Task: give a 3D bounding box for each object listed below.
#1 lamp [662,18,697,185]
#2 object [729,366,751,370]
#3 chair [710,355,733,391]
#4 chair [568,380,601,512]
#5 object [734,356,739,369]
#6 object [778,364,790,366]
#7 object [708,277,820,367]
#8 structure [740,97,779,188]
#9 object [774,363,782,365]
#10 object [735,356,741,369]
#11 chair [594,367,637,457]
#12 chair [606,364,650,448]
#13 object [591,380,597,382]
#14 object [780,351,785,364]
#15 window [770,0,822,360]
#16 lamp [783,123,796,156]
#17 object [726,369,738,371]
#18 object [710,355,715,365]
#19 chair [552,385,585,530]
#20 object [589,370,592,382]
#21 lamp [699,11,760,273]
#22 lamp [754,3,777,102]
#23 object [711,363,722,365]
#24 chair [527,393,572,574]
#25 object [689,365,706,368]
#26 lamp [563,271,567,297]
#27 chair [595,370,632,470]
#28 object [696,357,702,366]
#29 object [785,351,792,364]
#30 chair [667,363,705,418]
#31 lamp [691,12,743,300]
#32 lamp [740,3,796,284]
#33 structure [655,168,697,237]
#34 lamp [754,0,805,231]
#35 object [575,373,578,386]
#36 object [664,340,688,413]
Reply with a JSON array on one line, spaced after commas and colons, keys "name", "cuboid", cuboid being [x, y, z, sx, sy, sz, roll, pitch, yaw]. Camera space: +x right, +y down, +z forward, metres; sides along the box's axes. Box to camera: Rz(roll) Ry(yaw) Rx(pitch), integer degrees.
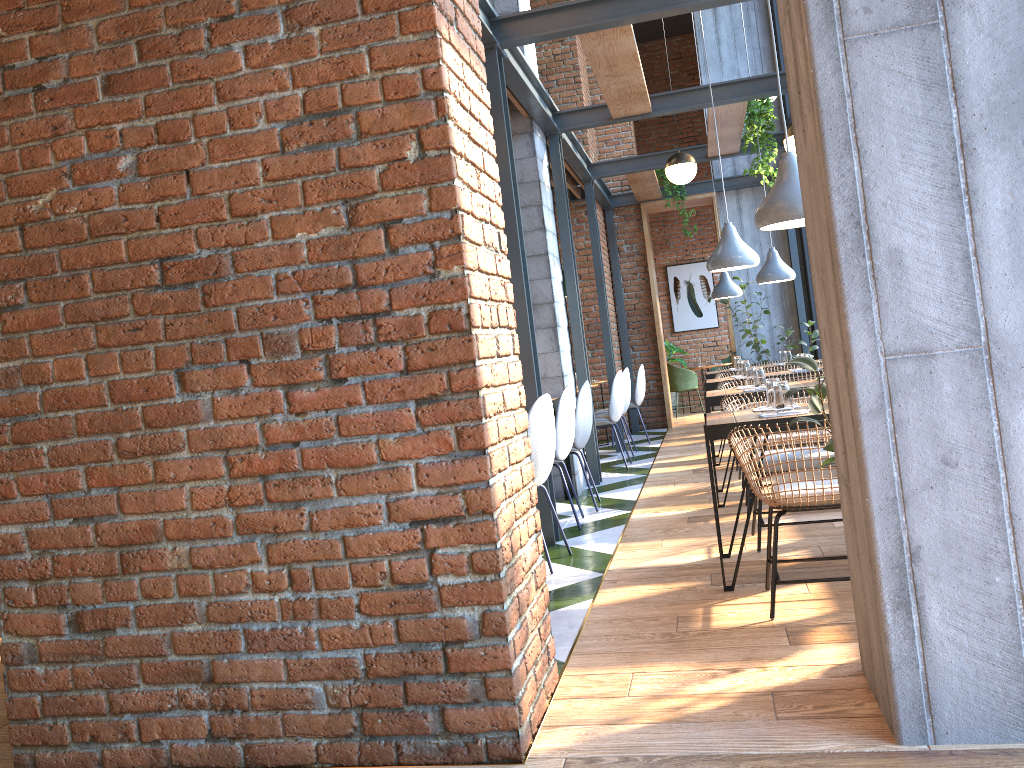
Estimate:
[{"name": "lamp", "cuboid": [1.222, -3.574, 7.542, 0.269, 3.798, 0.267, -6, -2, -34]}, {"name": "object", "cuboid": [2.518, -0.176, 9.810, 0.242, 0.019, 0.157, -6, 1, 16]}, {"name": "chair", "cuboid": [3.370, -0.054, 13.524, 0.516, 0.819, 0.636, -6, -1, -29]}, {"name": "chair", "cuboid": [0.343, 0.440, 6.216, 0.507, 0.888, 0.418, -7, -1, 9]}, {"name": "object", "cuboid": [2.493, -0.239, 9.793, 0.080, 0.138, 0.080, -7, -1, 29]}, {"name": "object", "cuboid": [2.914, -0.213, 9.381, 0.242, 0.019, 0.157, -7, 1, 12]}, {"name": "object", "cuboid": [3.095, -0.445, 10.852, 1.065, 1.775, 1.015, -7, -1, -19]}, {"name": "structure", "cuboid": [2.228, -2.274, 8.238, 0.527, 0.925, 0.942, -7, 0, 18]}, {"name": "object", "cuboid": [2.987, -0.229, 9.708, 0.242, 0.019, 0.157, -6, 1, 13]}, {"name": "object", "cuboid": [2.431, -0.225, 9.498, 0.080, 0.138, 0.080, -6, -1, -28]}, {"name": "chair", "cuboid": [0.993, 0.297, 9.055, 0.507, 0.888, 0.418, -7, -1, 14]}, {"name": "chair", "cuboid": [1.288, 0.240, 10.027, 0.507, 0.888, 0.418, -7, -1, 9]}, {"name": "object", "cuboid": [0.888, -0.030, 10.091, 0.157, 0.019, 0.243, -6, 1, 16]}, {"name": "object", "cuboid": [2.966, -0.293, 9.688, 0.080, 0.138, 0.080, -7, -1, -14]}, {"name": "window", "cuboid": [2.617, -2.622, 6.852, 0.127, 5.604, 8.728, -7, 0, 13]}, {"name": "lamp", "cuboid": [1.521, -3.181, 5.224, 0.269, 3.798, 0.267, -6, -2, -19]}, {"name": "object", "cuboid": [2.414, -0.156, 9.477, 0.242, 0.019, 0.157, -7, 1, 9]}, {"name": "object", "cuboid": [3.029, -0.367, 13.398, 0.080, 0.138, 0.080, -7, -1, 33]}, {"name": "chair", "cuboid": [0.182, 0.472, 5.664, 0.507, 0.888, 0.418, -7, -1, 9]}, {"name": "object", "cuboid": [0.862, -0.094, 10.111, 0.080, 0.138, 0.080, -7, -1, -1]}, {"name": "lamp", "cuboid": [1.232, -3.009, 6.041, 0.353, 4.495, 0.352, -6, -2, -26]}, {"name": "lamp", "cuboid": [2.468, -4.845, 9.400, 0.269, 3.798, 0.267, -6, -2, -19]}, {"name": "object", "cuboid": [3.063, -0.304, 13.397, 0.158, 0.019, 0.242, -8, 1, -30]}, {"name": "chair", "cuboid": [0.005, 0.516, 4.657, 0.507, 0.888, 0.418, -7, -1, 19]}, {"name": "object", "cuboid": [2.765, -0.265, 13.247, 0.158, 0.019, 0.242, -8, 1, -30]}, {"name": "lamp", "cuboid": [0.521, -2.008, 10.195, 0.223, 2.024, 0.224, -7, -1, 16]}, {"name": "chair", "cuboid": [0.816, 0.339, 8.154, 0.507, 0.888, 0.418, -7, -1, 14]}, {"name": "object", "cuboid": [2.788, -0.334, 13.242, 0.080, 0.138, 0.080, -7, -1, 33]}, {"name": "object", "cuboid": [2.932, -0.282, 9.401, 0.080, 0.138, 0.080, -7, -1, -5]}, {"name": "chair", "cuboid": [2.440, 0.067, 13.090, 0.516, 0.819, 0.637, -6, 0, -24]}, {"name": "lamp", "cuboid": [2.204, -3.221, 10.216, 0.352, 4.495, 0.353, -7, -1, 17]}, {"name": "lamp", "cuboid": [2.165, -3.170, 8.202, 0.352, 4.495, 0.353, -8, -2, 29]}, {"name": "structure", "cuboid": [2.011, -2.281, 11.034, 0.513, 0.970, 0.664, -7, -1, 5]}, {"name": "lamp", "cuboid": [0.980, -2.931, 3.926, 0.353, 4.495, 0.351, -5, -2, -42]}, {"name": "object", "cuboid": [0.639, -0.044, 9.125, 0.080, 0.138, 0.080, -7, -1, 22]}, {"name": "object", "cuboid": [2.440, -0.145, 13.989, 0.635, 1.197, 0.712, -6, -1, -27]}]
